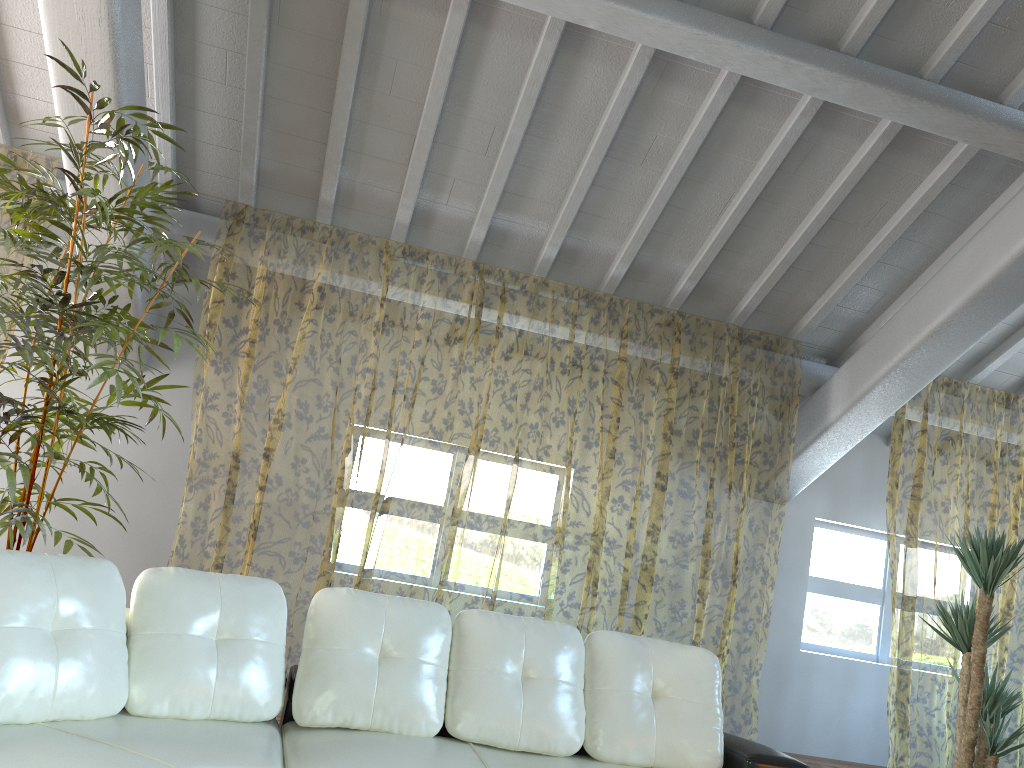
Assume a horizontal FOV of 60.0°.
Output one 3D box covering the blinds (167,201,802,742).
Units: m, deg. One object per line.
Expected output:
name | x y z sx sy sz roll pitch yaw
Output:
blinds | -0.093 0.616 4.895 3.505 2.546 0.306 12 -10 -11

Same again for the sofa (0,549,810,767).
sofa | -0.473 1.025 2.520 3.047 0.805 1.359 17 -12 -32

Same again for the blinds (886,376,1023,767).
blinds | 3.517 1.411 5.635 2.780 2.546 0.306 12 -10 -11

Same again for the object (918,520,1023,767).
object | 2.274 1.478 4.366 0.564 1.586 0.588 6 -11 22

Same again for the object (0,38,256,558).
object | -1.770 0.068 3.356 1.399 2.473 1.177 8 -10 13

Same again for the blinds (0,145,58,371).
blinds | -4.218 -0.291 4.052 3.505 2.546 0.306 12 -10 -11
